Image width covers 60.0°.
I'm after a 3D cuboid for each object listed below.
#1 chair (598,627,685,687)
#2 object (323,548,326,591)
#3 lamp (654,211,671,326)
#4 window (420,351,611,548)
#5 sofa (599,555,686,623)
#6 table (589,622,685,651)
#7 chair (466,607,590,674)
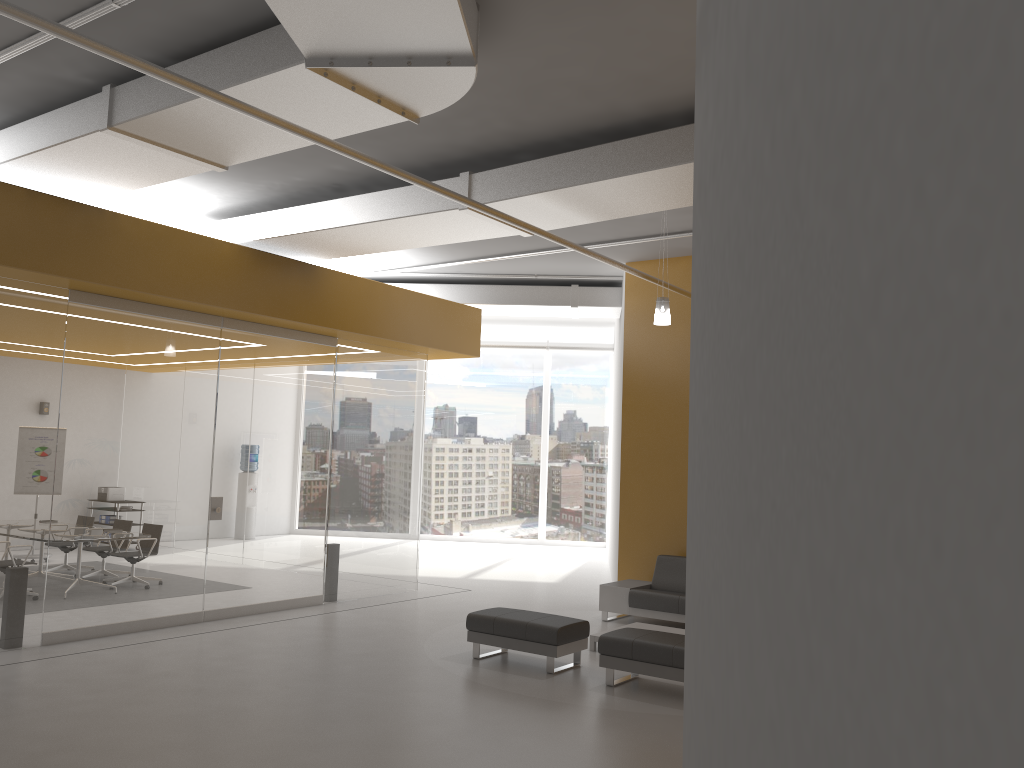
[{"bbox_3d":[1.277,2.301,7.302,1.012,0.423,0.575,-1,-6,35],"label":"chair"},{"bbox_3d":[-2.282,2.362,11.123,0.124,0.706,0.152,-1,-6,30],"label":"object"},{"bbox_3d":[1.560,-1.222,9.134,0.174,1.227,0.174,3,-5,-13],"label":"lamp"},{"bbox_3d":[-0.686,1.273,19.860,8.533,4.498,0.100,2,-5,5],"label":"window"},{"bbox_3d":[2.221,2.400,10.009,2.400,0.761,0.860,-1,-6,35],"label":"sofa"},{"bbox_3d":[1.457,2.577,8.826,1.000,0.150,1.000,-1,-6,35],"label":"table"},{"bbox_3d":[0.138,2.332,8.130,1.012,0.423,0.575,-1,-6,35],"label":"chair"}]
